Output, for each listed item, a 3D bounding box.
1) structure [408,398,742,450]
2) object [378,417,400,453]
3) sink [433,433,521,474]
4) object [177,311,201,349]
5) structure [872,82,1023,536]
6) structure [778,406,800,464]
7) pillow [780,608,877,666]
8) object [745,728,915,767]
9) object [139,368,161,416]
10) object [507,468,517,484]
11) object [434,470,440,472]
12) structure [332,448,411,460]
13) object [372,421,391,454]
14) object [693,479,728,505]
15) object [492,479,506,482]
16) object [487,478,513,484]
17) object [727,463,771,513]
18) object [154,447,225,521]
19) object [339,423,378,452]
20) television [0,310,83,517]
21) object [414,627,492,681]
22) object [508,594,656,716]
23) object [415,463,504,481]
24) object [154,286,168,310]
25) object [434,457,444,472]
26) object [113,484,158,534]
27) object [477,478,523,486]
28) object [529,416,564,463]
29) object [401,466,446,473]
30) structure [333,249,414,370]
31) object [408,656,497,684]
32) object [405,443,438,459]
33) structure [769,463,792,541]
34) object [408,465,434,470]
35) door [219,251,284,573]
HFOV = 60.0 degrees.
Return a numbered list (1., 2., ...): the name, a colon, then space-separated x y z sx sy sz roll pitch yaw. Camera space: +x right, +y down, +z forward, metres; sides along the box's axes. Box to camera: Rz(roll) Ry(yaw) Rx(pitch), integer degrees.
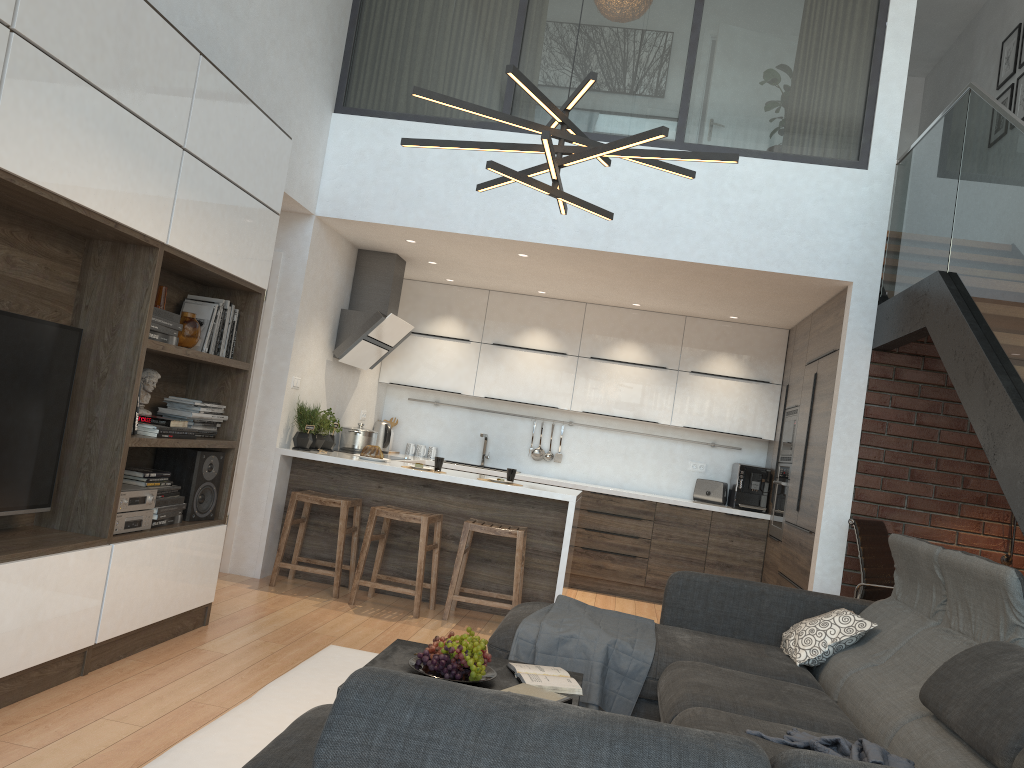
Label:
1. structure: 0.524 0.353 7.918 3.000 0.045 0.050 8 -3 8
2. object: -1.128 0.447 7.957 0.221 0.316 0.330 8 -3 8
3. sink: -0.290 0.689 7.715 0.706 0.518 0.512 8 -3 8
4. object: -1.487 -0.240 4.042 0.130 0.171 0.130 12 -5 -43
5. structure: 2.558 0.275 3.890 1.289 3.460 5.660 8 -3 8
6. structure: 2.349 0.430 6.782 0.459 0.430 0.595 8 -3 8
7. pillow: 1.172 0.948 2.708 0.386 0.364 2.734 8 -3 12
8. object: 0.981 1.029 2.223 0.411 0.118 0.905 10 -4 -16
9. object: -1.640 0.031 3.928 0.117 0.207 0.116 12 -5 -41
10. object: -0.007 0.602 5.807 0.066 0.093 0.066 10 -4 -19
11. object: -0.492 0.568 5.780 0.025 0.011 0.126 8 -3 12
12. structure: -1.115 0.539 6.825 0.550 0.006 0.609 8 -3 8
13. object: -1.116 0.447 7.527 0.179 0.270 0.220 9 -3 -5
14. object: 1.708 0.924 7.620 0.260 0.195 0.177 7 -4 28
15. object: -0.071 0.620 5.650 0.126 0.012 0.025 7 -4 26
16. object: -0.078 0.625 5.703 0.176 0.014 0.176 8 -3 12
17. object: 1.995 0.866 7.438 0.274 0.378 0.532 8 -3 8
18. object: -1.571 0.477 4.297 0.244 0.331 0.214 8 -4 18
19. object: -1.205 0.418 6.983 0.315 0.223 0.288 12 -4 -41
20. television: -1.780 0.125 2.743 0.229 0.779 1.220 8 -3 8
21. object: -0.193 0.878 2.936 0.256 0.173 0.279 8 -3 5
22. object: 0.325 1.143 3.719 0.548 0.369 0.685 8 -4 16
23. object: -0.341 0.573 5.748 0.597 0.039 0.064 9 -3 4
24. object: -1.578 -0.308 3.944 0.081 0.265 0.082 7 -4 29
25. object: -0.489 0.534 5.904 0.066 0.093 0.066 6 -5 43
26. object: -1.655 0.505 3.636 0.270 0.174 0.285 8 -3 8
27. object: -0.077 0.636 5.746 0.304 0.002 0.304 6 -4 40
28. object: 0.309 0.504 7.925 0.320 0.389 0.069 8 -3 9
29. object: -0.582 0.564 5.846 0.305 0.002 0.305 10 -4 -23
30. structure: -1.024 -0.611 6.910 0.407 0.998 0.898 8 -3 8
31. object: -0.197 0.948 2.925 0.295 0.026 0.295 9 -3 1
32. object: -0.821 0.606 8.028 0.297 0.105 0.112 8 -3 9
33. structure: 2.255 0.921 6.755 0.495 0.570 0.595 8 -3 8
34. object: -0.598 0.552 5.811 0.176 0.014 0.176 9 -3 -2
35. door: -2.152 0.112 5.875 0.974 2.136 0.085 8 -3 8
